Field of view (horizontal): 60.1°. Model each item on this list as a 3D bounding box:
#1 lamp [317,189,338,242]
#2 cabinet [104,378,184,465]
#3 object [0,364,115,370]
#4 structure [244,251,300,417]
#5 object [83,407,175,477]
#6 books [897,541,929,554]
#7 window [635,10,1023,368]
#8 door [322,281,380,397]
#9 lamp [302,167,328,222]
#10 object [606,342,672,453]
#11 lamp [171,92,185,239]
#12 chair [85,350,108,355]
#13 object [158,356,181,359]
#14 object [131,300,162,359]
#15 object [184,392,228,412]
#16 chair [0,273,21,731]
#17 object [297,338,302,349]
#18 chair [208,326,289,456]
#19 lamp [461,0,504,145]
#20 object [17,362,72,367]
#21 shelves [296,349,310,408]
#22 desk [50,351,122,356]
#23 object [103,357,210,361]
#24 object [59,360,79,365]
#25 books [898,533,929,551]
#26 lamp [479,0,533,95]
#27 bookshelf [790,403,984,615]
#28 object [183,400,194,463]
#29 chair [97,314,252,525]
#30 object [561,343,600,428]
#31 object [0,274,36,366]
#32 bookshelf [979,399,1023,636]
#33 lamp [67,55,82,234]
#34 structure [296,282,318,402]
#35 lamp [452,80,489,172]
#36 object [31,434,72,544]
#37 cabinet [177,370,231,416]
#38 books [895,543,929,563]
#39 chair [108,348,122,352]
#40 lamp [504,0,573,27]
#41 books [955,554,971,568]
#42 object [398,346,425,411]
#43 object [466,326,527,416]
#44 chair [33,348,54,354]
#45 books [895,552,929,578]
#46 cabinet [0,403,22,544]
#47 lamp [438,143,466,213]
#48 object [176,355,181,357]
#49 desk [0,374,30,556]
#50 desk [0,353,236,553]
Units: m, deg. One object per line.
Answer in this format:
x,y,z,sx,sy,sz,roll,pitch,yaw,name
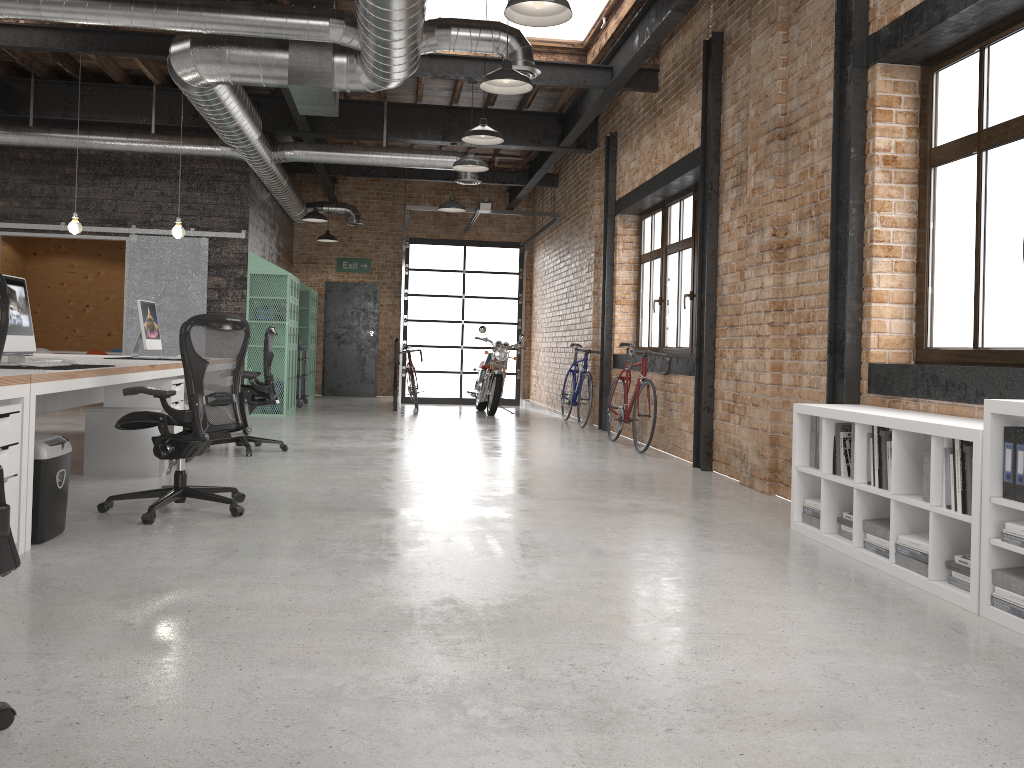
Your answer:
-3.126,-3.108,15.109,0.361,1.339,0.362,2,-1,-30,lamp
-2.683,0.286,6.461,0.459,0.648,0.387,2,0,-8,cabinet
-2.626,-0.097,4.792,0.687,0.008,0.849,1,2,-8,object
-3.173,-0.661,11.809,0.556,2.101,1.118,2,0,-8,structure
-2.640,0.397,6.134,0.541,0.455,0.221,1,0,-8,object
1.792,0.680,3.724,0.219,0.039,0.260,1,2,-8,books
2.048,-0.995,6.188,0.147,1.691,8.640,2,2,-8,window
-2.973,-0.831,16.361,0.998,2.100,0.218,2,-1,-8,door
-2.794,-3.004,12.662,0.361,1.339,0.362,2,-1,-30,lamp
1.172,0.103,8.829,0.401,1.040,1.739,2,1,-13,object
-3.120,-2.208,8.346,0.123,1.679,0.123,2,-1,-10,lamp
-5.655,-0.083,12.202,0.618,0.778,0.581,1,0,-13,chair
-2.883,-0.222,7.513,0.118,0.017,0.439,1,2,-8,object
-3.100,-0.461,7.511,0.189,0.485,0.484,2,1,-8,object
-2.927,0.307,8.256,0.541,0.455,0.221,1,0,-8,object
-1.387,0.284,1.796,0.770,1.086,0.792,2,0,16,chair
-3.313,-0.633,13.293,0.309,0.262,0.460,1,2,-7,object
-2.307,0.034,7.585,0.792,1.086,0.771,1,0,-29,chair
-0.228,-2.746,7.516,0.362,1.363,0.362,2,0,0,lamp
-2.512,-0.106,4.770,0.118,0.017,0.439,1,2,-8,object
-3.369,-0.105,13.303,0.567,0.856,0.985,2,1,-8,shelves
-5.831,-0.102,13.154,1.998,0.732,0.998,1,1,-7,desk
-2.997,-0.213,7.534,0.687,0.008,0.849,1,2,-9,object
-2.548,-0.126,5.096,0.106,0.028,0.059,1,2,-9,object
1.792,0.662,3.720,0.214,0.052,0.252,1,2,-8,books
-0.028,-2.427,5.976,0.362,0.857,0.361,2,0,15,lamp
1.823,0.484,4.074,0.400,0.685,1.545,2,2,-8,bookshelf
-2.595,0.364,6.874,0.250,0.466,0.338,2,0,-8,object
-1.814,0.154,4.843,0.792,1.086,0.770,2,0,1,chair
0.826,-0.006,11.390,0.401,1.040,1.739,2,1,-13,object
-2.729,-0.345,4.769,0.189,0.485,0.484,2,1,-8,object
2.038,0.492,2.536,0.400,0.800,1.545,2,2,-8,bookshelf
-4.031,-2.229,8.223,0.123,1.679,0.123,2,-1,-10,lamp
-3.585,-0.790,14.854,0.556,2.101,1.118,2,0,-8,structure
-0.397,-2.543,8.708,0.362,0.857,0.362,2,0,10,lamp
-2.220,0.481,4.109,0.250,0.466,0.338,2,0,-8,object
-2.970,0.196,8.584,0.459,0.648,0.387,2,0,-8,cabinet
1.787,0.706,3.731,0.207,0.067,0.275,1,2,-8,books
-6.373,-0.177,14.102,0.618,0.778,0.581,1,0,-13,chair
0.157,-2.625,4.669,0.361,1.363,0.362,2,-1,-35,lamp
1.870,0.690,3.410,0.199,0.054,0.240,1,2,-7,books
-1.630,-0.095,14.431,0.410,1.033,1.735,2,1,-1,object
-0.284,-0.209,13.710,0.813,1.360,2.178,2,1,-20,object
-6.354,-0.099,12.108,0.618,0.778,0.581,1,0,-13,chair
1.791,0.757,3.738,0.217,0.072,0.290,1,2,-8,books
-2.285,0.411,3.525,0.459,0.648,0.387,2,0,-8,cabinet
-0.757,-2.656,11.370,0.361,0.857,0.362,2,0,-30,lamp
-2.919,-0.242,7.838,0.106,0.028,0.059,1,2,-9,object
-2.893,0.425,1.135,2.311,0.770,5.113,1,2,-8,desk
-3.579,0.210,6.207,2.311,0.770,5.113,1,2,-8,desk
